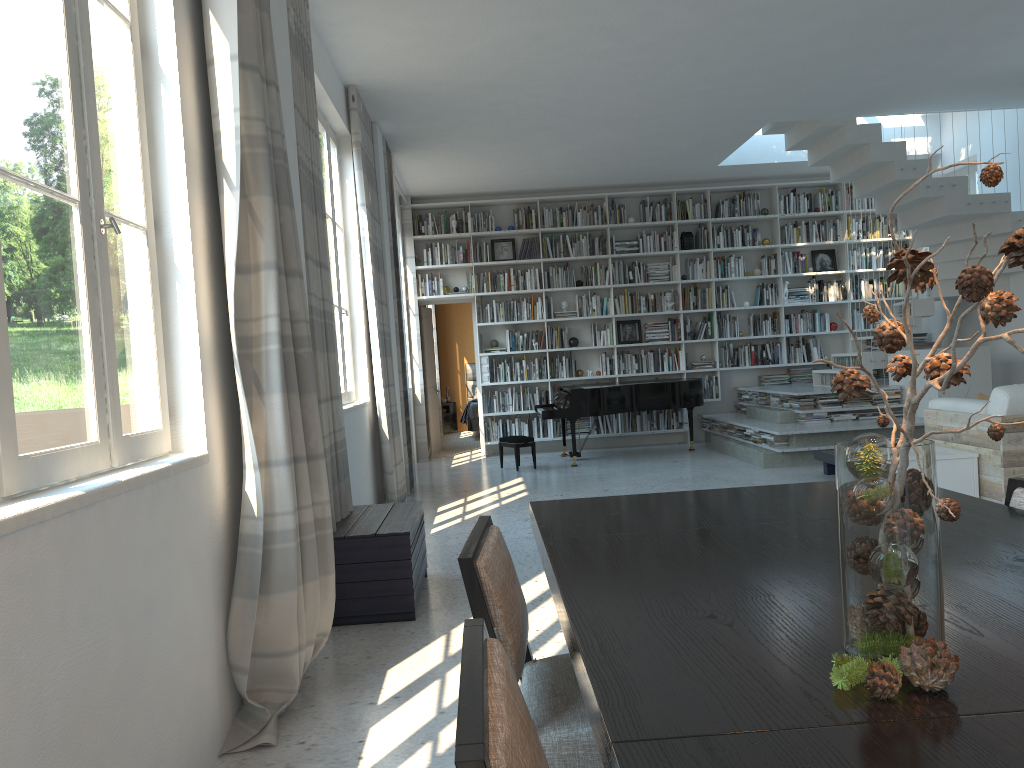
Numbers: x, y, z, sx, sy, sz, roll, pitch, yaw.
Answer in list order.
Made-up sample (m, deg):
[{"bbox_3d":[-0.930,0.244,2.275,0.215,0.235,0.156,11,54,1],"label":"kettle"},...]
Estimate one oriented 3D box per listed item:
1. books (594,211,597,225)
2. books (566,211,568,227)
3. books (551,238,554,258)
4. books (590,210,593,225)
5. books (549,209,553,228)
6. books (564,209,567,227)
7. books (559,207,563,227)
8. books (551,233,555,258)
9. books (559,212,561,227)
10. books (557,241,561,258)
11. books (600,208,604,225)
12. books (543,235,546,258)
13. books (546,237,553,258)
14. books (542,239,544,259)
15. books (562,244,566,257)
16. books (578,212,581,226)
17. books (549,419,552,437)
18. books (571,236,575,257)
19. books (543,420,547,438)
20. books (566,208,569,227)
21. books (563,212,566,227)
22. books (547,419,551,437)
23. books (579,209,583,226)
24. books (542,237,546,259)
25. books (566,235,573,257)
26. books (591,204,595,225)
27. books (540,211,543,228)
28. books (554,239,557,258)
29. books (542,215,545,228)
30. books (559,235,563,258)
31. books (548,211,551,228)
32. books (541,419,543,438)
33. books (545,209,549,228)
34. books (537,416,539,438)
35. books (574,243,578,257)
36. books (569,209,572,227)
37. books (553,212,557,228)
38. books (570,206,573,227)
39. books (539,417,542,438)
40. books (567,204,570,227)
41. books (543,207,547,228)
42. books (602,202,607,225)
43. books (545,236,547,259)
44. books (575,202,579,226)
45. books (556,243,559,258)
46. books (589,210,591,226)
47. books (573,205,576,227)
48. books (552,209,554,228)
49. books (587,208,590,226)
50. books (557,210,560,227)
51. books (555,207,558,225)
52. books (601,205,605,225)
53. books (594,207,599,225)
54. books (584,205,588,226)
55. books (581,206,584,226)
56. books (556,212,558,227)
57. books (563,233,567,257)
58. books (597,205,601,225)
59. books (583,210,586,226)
[{"bbox_3d":[1.026,-2.032,10.997,0.031,0.185,0.176,-4,2,-2],"label":"books"},{"bbox_3d":[0.677,-2.025,10.989,0.011,0.216,0.160,-4,2,-2],"label":"books"},{"bbox_3d":[0.499,-1.667,10.999,0.011,0.260,0.157,-4,2,-2],"label":"books"},{"bbox_3d":[0.975,-2.036,10.984,0.026,0.200,0.187,-4,2,-2],"label":"books"},{"bbox_3d":[0.485,-2.030,10.987,0.023,0.251,0.170,-4,2,-2],"label":"books"},{"bbox_3d":[0.664,-2.033,10.996,0.013,0.234,0.154,-4,2,-2],"label":"books"},{"bbox_3d":[0.612,-2.047,11.006,0.028,0.268,0.151,-4,2,-2],"label":"books"},{"bbox_3d":[0.509,-1.695,10.989,0.012,0.315,0.171,-4,2,-2],"label":"books"},{"bbox_3d":[0.593,-2.020,11.007,0.012,0.216,0.150,-4,2,-2],"label":"books"},{"bbox_3d":[0.586,-1.652,11.002,0.029,0.219,0.157,-4,2,-2],"label":"books"},{"bbox_3d":[1.109,-2.057,10.996,0.026,0.225,0.172,-4,2,-2],"label":"books"},{"bbox_3d":[0.408,-1.687,11.019,0.014,0.309,0.130,-4,2,-2],"label":"books"},{"bbox_3d":[0.460,-1.672,11.005,0.067,0.274,0.168,-4,2,-2],"label":"books"},{"bbox_3d":[0.380,-1.658,10.983,0.023,0.256,0.174,-4,2,-2],"label":"books"},{"bbox_3d":[0.641,-1.637,11.014,0.034,0.180,0.160,-4,2,-2],"label":"books"},{"bbox_3d":[0.829,-2.022,10.997,0.031,0.190,0.181,-4,2,-2],"label":"books"},{"bbox_3d":[0.480,0.544,11.047,0.017,0.233,0.212,-4,2,-2],"label":"books"},{"bbox_3d":[0.757,-1.687,11.014,0.027,0.265,0.168,-4,2,-2],"label":"books"},{"bbox_3d":[0.409,0.536,11.085,0.065,0.256,0.155,-4,2,-2],"label":"books"},{"bbox_3d":[0.688,-2.043,10.989,0.013,0.251,0.183,-4,2,-2],"label":"books"},{"bbox_3d":[0.643,-2.015,10.999,0.030,0.201,0.152,-4,2,-2],"label":"books"},{"bbox_3d":[0.455,0.523,11.088,0.027,0.276,0.143,-4,2,-2],"label":"books"},{"bbox_3d":[0.856,-2.046,11.005,0.026,0.236,0.134,-4,2,-2],"label":"books"},{"bbox_3d":[0.396,-1.673,10.998,0.013,0.283,0.158,-4,2,-2],"label":"books"},{"bbox_3d":[0.706,-1.693,10.996,0.075,0.285,0.178,-4,2,-2],"label":"books"},{"bbox_3d":[1.002,-2.081,11.000,0.013,0.285,0.159,-4,2,-2],"label":"books"},{"bbox_3d":[0.359,-2.015,10.979,0.029,0.237,0.156,-4,2,-2],"label":"books"},{"bbox_3d":[0.533,-1.660,10.993,0.031,0.242,0.181,-4,2,-2],"label":"books"},{"bbox_3d":[0.387,-1.990,10.996,0.024,0.183,0.133,-4,2,-2],"label":"books"},{"bbox_3d":[0.610,-1.691,11.001,0.023,0.293,0.155,-4,2,-2],"label":"books"},{"bbox_3d":[0.462,-2.013,10.984,0.023,0.220,0.181,-4,2,-2],"label":"books"},{"bbox_3d":[0.370,0.515,11.060,0.012,0.304,0.165,-4,2,-2],"label":"books"},{"bbox_3d":[0.434,-2.029,10.987,0.031,0.255,0.145,-4,2,-2],"label":"books"},{"bbox_3d":[0.323,0.537,11.092,0.040,0.264,0.137,-4,2,-2],"label":"books"},{"bbox_3d":[0.787,-1.646,11.009,0.028,0.180,0.168,-4,2,-2],"label":"books"},{"bbox_3d":[0.719,-2.038,11.004,0.029,0.236,0.130,-4,2,-2],"label":"books"},{"bbox_3d":[0.525,-2.010,10.972,0.029,0.208,0.178,-4,2,-2],"label":"books"},{"bbox_3d":[0.739,-2.059,10.989,0.013,0.276,0.164,-4,2,-2],"label":"books"},{"bbox_3d":[0.354,0.520,11.062,0.021,0.296,0.187,-4,2,-2],"label":"books"},{"bbox_3d":[0.698,-2.068,10.991,0.010,0.299,0.151,-4,2,-2],"label":"books"},{"bbox_3d":[0.406,-2.039,11.005,0.021,0.279,0.140,-4,2,-2],"label":"books"},{"bbox_3d":[1.146,-2.091,11.000,0.026,0.288,0.176,-4,2,-2],"label":"books"},{"bbox_3d":[0.421,-1.676,10.997,0.010,0.287,0.148,-4,2,-2],"label":"books"},{"bbox_3d":[0.802,-2.083,11.001,0.014,0.315,0.166,-4,2,-2],"label":"books"},{"bbox_3d":[0.560,-1.642,11.008,0.024,0.201,0.153,-4,2,-2],"label":"books"},{"bbox_3d":[0.955,-2.038,10.986,0.013,0.207,0.178,-4,2,-2],"label":"books"},{"bbox_3d":[0.771,-2.059,10.988,0.052,0.273,0.172,-4,2,-2],"label":"books"},{"bbox_3d":[0.503,-2.030,10.983,0.012,0.250,0.174,-4,2,-2],"label":"books"},{"bbox_3d":[0.937,-2.048,10.997,0.021,0.229,0.161,-4,2,-2],"label":"books"},{"bbox_3d":[0.574,-2.028,11.014,0.025,0.235,0.129,-4,2,-2],"label":"books"},{"bbox_3d":[0.556,-2.041,10.988,0.010,0.264,0.160,-4,2,-2],"label":"books"},{"bbox_3d":[1.127,-2.079,11.004,0.014,0.267,0.171,-4,2,-2],"label":"books"},{"bbox_3d":[1.053,-2.060,11.007,0.026,0.237,0.149,-4,2,-2],"label":"books"},{"bbox_3d":[0.918,-2.065,10.989,0.014,0.266,0.192,-4,2,-2],"label":"books"},{"bbox_3d":[0.874,-2.064,11.006,0.014,0.269,0.156,-4,2,-2],"label":"books"},{"bbox_3d":[0.546,-2.012,10.986,0.014,0.207,0.166,-4,2,-2],"label":"books"},{"bbox_3d":[0.660,-1.706,11.020,0.013,0.315,0.135,-4,2,-2],"label":"books"},{"bbox_3d":[1.079,-2.074,11.016,0.029,0.261,0.151,-4,2,-2],"label":"books"},{"bbox_3d":[0.897,-2.038,11.017,0.029,0.213,0.141,-4,2,-2],"label":"books"}]
